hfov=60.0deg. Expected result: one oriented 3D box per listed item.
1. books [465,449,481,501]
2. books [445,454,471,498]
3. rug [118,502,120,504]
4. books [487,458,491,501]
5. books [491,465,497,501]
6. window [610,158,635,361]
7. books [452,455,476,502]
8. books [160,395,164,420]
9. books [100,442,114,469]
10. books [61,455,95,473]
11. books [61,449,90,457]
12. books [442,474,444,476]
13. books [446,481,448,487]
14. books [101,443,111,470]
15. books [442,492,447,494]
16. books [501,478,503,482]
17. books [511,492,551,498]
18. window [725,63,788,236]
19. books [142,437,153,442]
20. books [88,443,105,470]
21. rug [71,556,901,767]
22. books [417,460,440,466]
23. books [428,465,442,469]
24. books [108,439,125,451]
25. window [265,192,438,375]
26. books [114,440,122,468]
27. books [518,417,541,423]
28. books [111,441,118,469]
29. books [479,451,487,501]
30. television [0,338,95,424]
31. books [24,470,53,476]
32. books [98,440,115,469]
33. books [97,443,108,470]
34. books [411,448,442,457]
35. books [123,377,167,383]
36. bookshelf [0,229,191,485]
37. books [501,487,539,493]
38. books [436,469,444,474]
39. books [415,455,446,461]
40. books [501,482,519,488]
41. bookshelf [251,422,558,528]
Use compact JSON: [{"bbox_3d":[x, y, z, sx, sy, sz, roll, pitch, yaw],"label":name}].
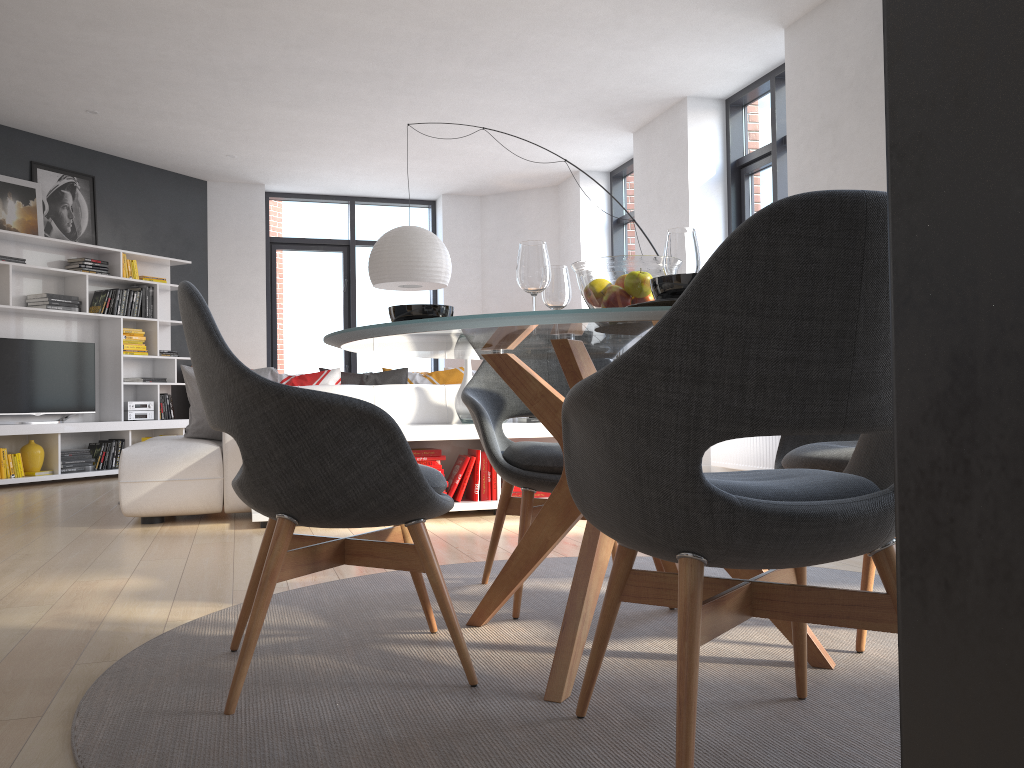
[{"bbox_3d":[-0.215,0.502,4.920,0.046,0.282,0.199,-1,-1,-17],"label":"books"},{"bbox_3d":[-0.316,0.518,4.896,0.144,0.247,0.188,-1,-1,-17],"label":"books"},{"bbox_3d":[-1.675,0.774,6.819,2.326,0.016,1.662,-1,-1,-17],"label":"rug"},{"bbox_3d":[-0.151,0.509,4.947,0.028,0.266,0.188,-1,-1,-17],"label":"books"},{"bbox_3d":[-0.121,0.506,4.940,0.028,0.269,0.181,-1,-1,-17],"label":"books"},{"bbox_3d":[1.316,-1.031,8.655,0.170,2.402,1.310,-1,-1,-17],"label":"window"},{"bbox_3d":[-0.275,0.518,4.901,0.115,0.245,0.192,-1,-1,-17],"label":"books"},{"bbox_3d":[-3.414,0.225,8.484,0.189,0.240,0.053,-2,-1,28],"label":"books"},{"bbox_3d":[-3.614,0.635,7.872,0.172,0.242,0.069,-2,-1,29],"label":"books"},{"bbox_3d":[-3.811,0.683,7.606,0.277,0.137,0.343,-1,-1,23],"label":"books"},{"bbox_3d":[-3.835,0.591,7.612,0.250,0.047,0.310,-1,-1,23],"label":"books"},{"bbox_3d":[-0.529,0.512,4.862,0.279,0.039,0.206,-1,-1,-16],"label":"books"},{"bbox_3d":[-0.522,0.547,4.862,0.301,0.032,0.227,-1,-1,-17],"label":"books"},{"bbox_3d":[-3.642,0.638,7.847,0.169,0.233,0.081,-1,-1,27],"label":"books"},{"bbox_3d":[-0.511,0.601,4.823,0.282,0.030,0.188,-1,-1,-16],"label":"books"},{"bbox_3d":[0.068,0.543,5.024,0.236,0.023,0.178,-1,-1,-17],"label":"books"},{"bbox_3d":[0.067,0.621,5.032,0.259,0.034,0.206,-1,-1,-14],"label":"books"},{"bbox_3d":[1.995,-1.086,6.457,0.170,2.402,1.310,-1,-1,-17],"label":"window"},{"bbox_3d":[-3.395,0.631,8.337,0.198,0.255,0.044,-2,-1,28],"label":"books"},{"bbox_3d":[-3.680,0.637,7.794,0.182,0.234,0.104,-2,-1,28],"label":"books"},{"bbox_3d":[0.294,0.654,2.213,2.499,0.010,2.499,0,-2,-44],"label":"rug"},{"bbox_3d":[-0.538,0.430,4.848,0.257,0.025,0.182,-1,-1,-17],"label":"books"},{"bbox_3d":[-0.517,0.453,4.845,0.236,0.023,0.178,-1,-1,-17],"label":"books"},{"bbox_3d":[-3.581,0.627,7.991,0.197,0.260,0.066,-2,-1,28],"label":"books"},{"bbox_3d":[-1.836,-0.950,10.219,1.960,2.402,0.170,-1,-1,-17],"label":"window"},{"bbox_3d":[-3.595,0.631,7.961,0.191,0.249,0.084,-2,-1,28],"label":"books"},{"bbox_3d":[0.202,0.204,5.085,0.300,0.026,0.245,-1,-1,-12],"label":"books"},{"bbox_3d":[-3.609,0.635,7.926,0.179,0.243,0.068,-1,-1,26],"label":"books"},{"bbox_3d":[-0.183,0.507,4.947,0.038,0.270,0.215,-1,-1,-17],"label":"books"},{"bbox_3d":[-4.014,-0.020,7.482,0.207,0.704,1.102,-2,-1,28],"label":"television"},{"bbox_3d":[-3.959,0.733,7.290,0.270,0.029,0.204,-1,-1,13],"label":"books"},{"bbox_3d":[-3.627,0.628,7.905,0.192,0.254,0.075,-1,-1,27],"label":"books"},{"bbox_3d":[-3.668,0.638,7.826,0.187,0.234,0.096,-2,-1,28],"label":"books"},{"bbox_3d":[-0.538,0.375,4.851,0.259,0.034,0.206,0,-1,-20],"label":"books"},{"bbox_3d":[-3.483,-0.033,8.417,0.250,0.047,0.310,-1,-1,23],"label":"books"},{"bbox_3d":[-3.916,-0.197,7.441,0.455,2.052,3.000,-2,-1,28],"label":"bookshelf"},{"bbox_3d":[0.060,0.592,5.022,0.266,0.026,0.187,-1,-1,-12],"label":"books"},{"bbox_3d":[-0.527,0.479,4.847,0.261,0.027,0.191,0,-1,-21],"label":"books"},{"bbox_3d":[-0.518,0.404,4.848,0.266,0.026,0.187,0,-1,-23],"label":"books"},{"bbox_3d":[0.068,0.566,5.032,0.257,0.025,0.182,-1,-1,-17],"label":"books"},{"bbox_3d":[-0.110,0.470,4.980,2.600,0.500,0.356,-1,-1,-17],"label":"bookshelf"}]
